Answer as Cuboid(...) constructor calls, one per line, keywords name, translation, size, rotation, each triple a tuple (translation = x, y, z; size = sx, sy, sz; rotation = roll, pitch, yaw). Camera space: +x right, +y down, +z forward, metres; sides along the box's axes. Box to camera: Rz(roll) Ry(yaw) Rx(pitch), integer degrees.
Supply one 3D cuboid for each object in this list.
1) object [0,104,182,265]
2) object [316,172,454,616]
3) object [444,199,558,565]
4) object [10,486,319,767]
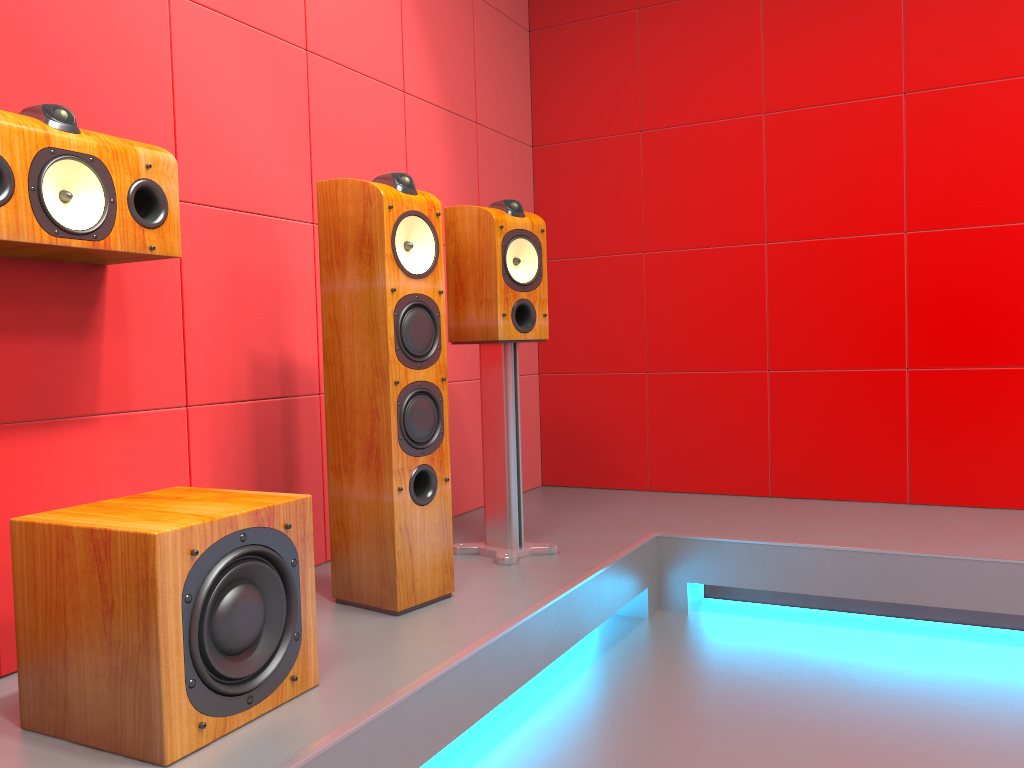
Cuboid(name="object", translation=(-0.910, -0.387, 1.692), size=(0.235, 0.271, 0.493), rotation=(0, 3, 27))
Cuboid(name="object", translation=(-0.309, 0.015, 2.199), size=(0.238, 1.052, 0.203), rotation=(0, 3, 37))
Cuboid(name="object", translation=(-0.037, -0.015, 2.676), size=(0.231, 1.058, 0.265), rotation=(-4, 3, -43))
Cuboid(name="object", translation=(-0.599, 0.395, 1.575), size=(0.360, 0.360, 0.360), rotation=(0, 3, 27))
